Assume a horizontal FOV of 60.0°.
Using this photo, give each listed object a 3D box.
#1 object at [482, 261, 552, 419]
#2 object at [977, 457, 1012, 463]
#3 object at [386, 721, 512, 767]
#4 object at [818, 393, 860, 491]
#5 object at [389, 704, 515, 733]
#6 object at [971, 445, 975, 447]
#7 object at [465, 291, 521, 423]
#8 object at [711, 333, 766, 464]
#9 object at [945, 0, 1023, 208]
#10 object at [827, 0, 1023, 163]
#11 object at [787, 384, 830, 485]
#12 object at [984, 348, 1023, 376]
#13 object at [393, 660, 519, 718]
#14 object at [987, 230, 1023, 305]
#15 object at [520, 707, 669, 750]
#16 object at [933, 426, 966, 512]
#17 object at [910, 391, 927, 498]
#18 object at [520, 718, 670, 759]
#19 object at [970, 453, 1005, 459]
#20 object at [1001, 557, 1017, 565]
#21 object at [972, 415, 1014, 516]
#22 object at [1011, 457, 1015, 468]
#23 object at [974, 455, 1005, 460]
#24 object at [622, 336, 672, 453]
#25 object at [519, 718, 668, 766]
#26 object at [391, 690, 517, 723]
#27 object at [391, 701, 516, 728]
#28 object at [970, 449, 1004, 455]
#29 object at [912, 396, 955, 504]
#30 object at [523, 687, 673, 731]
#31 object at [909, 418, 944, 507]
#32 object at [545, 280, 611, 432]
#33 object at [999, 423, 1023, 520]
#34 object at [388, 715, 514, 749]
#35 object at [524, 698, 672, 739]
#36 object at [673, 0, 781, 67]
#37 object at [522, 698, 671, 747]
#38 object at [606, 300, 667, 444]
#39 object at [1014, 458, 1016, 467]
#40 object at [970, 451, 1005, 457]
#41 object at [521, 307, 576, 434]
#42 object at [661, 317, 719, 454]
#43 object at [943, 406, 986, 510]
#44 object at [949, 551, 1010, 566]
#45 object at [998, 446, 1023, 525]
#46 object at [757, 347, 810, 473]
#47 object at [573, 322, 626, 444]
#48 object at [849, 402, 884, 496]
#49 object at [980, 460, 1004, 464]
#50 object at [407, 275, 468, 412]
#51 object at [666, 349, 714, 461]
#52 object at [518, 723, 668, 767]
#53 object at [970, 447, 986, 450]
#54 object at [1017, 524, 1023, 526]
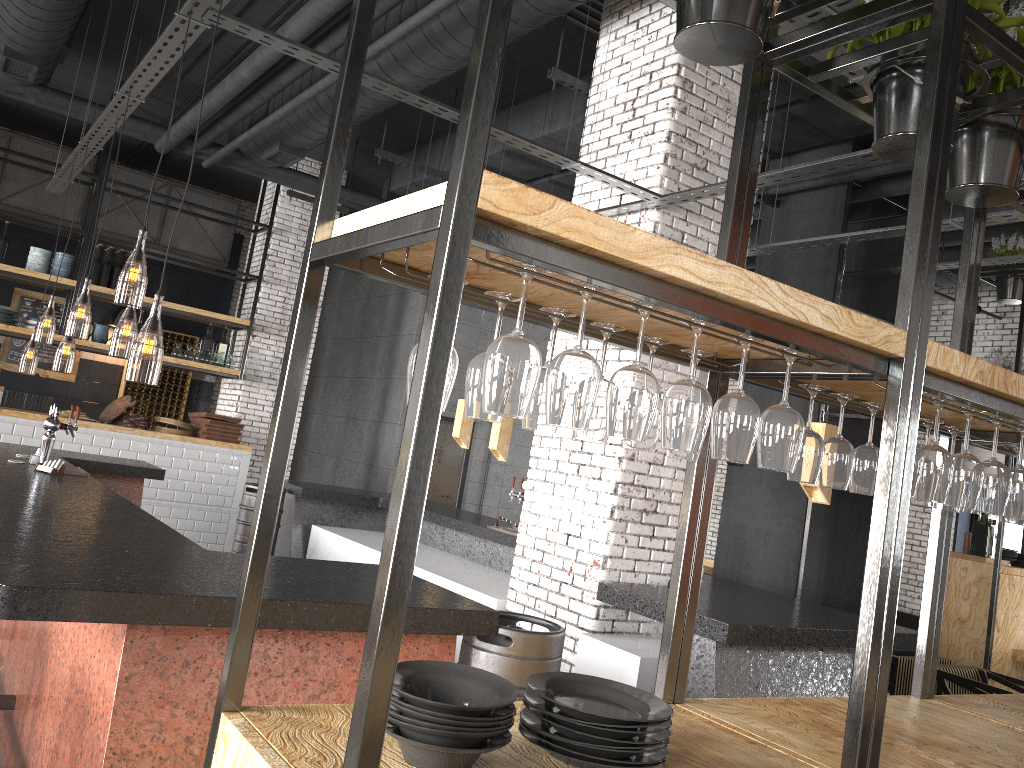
[{"bbox_3d":[0.008,-0.076,1.558,0.101,0.268,0.100,7,-6,20],"label":"object"},{"bbox_3d":[4.250,0.691,7.884,0.335,0.039,0.334,7,-5,23],"label":"object"},{"bbox_3d":[-0.132,0.661,1.633,0.256,0.067,0.257,14,-7,-41],"label":"object"},{"bbox_3d":[0.930,0.164,2.527,0.101,0.268,0.101,12,-6,-19],"label":"object"},{"bbox_3d":[-0.128,0.631,1.637,0.257,0.075,0.256,10,-5,-8],"label":"object"},{"bbox_3d":[4.269,0.580,7.896,0.335,0.039,0.333,6,-6,31],"label":"object"},{"bbox_3d":[-0.040,-0.056,1.871,0.101,0.268,0.100,7,-6,20],"label":"object"},{"bbox_3d":[0.480,0.031,1.877,0.101,0.268,0.100,7,-6,20],"label":"object"},{"bbox_3d":[1.533,-0.872,2.856,0.417,0.560,0.466,7,-6,24],"label":"object"},{"bbox_3d":[1.196,-0.952,2.593,0.467,0.560,0.415,9,-6,5],"label":"object"},{"bbox_3d":[0.818,0.139,2.451,0.101,0.268,0.101,12,-6,-19],"label":"object"},{"bbox_3d":[4.453,0.073,8.017,0.468,0.560,0.415,7,-6,22],"label":"object"},{"bbox_3d":[-0.118,0.584,1.643,0.257,0.076,0.256,9,-5,4],"label":"object"},{"bbox_3d":[4.605,-1.029,8.167,0.417,0.560,0.466,6,-7,31],"label":"object"},{"bbox_3d":[0.166,0.708,1.813,0.306,0.046,0.305,8,-5,14],"label":"object"},{"bbox_3d":[1.409,0.273,2.851,0.101,0.268,0.101,12,-6,-19],"label":"object"},{"bbox_3d":[0.978,0.144,2.214,0.101,0.268,0.101,12,-6,-19],"label":"object"},{"bbox_3d":[0.166,0.717,1.812,0.305,0.044,0.305,13,-6,-33],"label":"object"},{"bbox_3d":[4.256,0.657,7.888,0.334,0.039,0.334,12,-6,-26],"label":"object"},{"bbox_3d":[4.407,1.593,7.992,0.256,0.067,0.257,12,-6,-26],"label":"object"},{"bbox_3d":[1.330,0.224,2.452,0.101,0.268,0.101,12,-6,-19],"label":"object"},{"bbox_3d":[4.522,0.610,8.067,0.098,0.472,0.098,5,-7,34],"label":"object"},{"bbox_3d":[4.254,0.672,7.885,0.334,0.040,0.334,10,-5,-11],"label":"object"},{"bbox_3d":[0.319,0.026,2.114,0.101,0.268,0.100,7,-6,20],"label":"object"},{"bbox_3d":[0.163,0.732,1.810,0.305,0.041,0.305,11,-5,-16],"label":"object"},{"bbox_3d":[-0.124,0.609,1.640,0.256,0.072,0.257,13,-6,-34],"label":"object"},{"bbox_3d":[-0.124,0.614,1.639,0.257,0.072,0.256,7,-6,28],"label":"object"},{"bbox_3d":[4.262,0.618,7.892,0.335,0.041,0.334,7,-6,26],"label":"object"},{"bbox_3d":[1.091,0.170,2.290,0.101,0.268,0.101,12,-6,-19],"label":"object"},{"bbox_3d":[0.173,0.668,1.819,0.305,0.049,0.305,10,-5,-8],"label":"object"},{"bbox_3d":[1.290,0.246,2.770,0.101,0.268,0.101,12,-6,-19],"label":"object"},{"bbox_3d":[0.120,-0.050,1.634,0.101,0.268,0.100,7,-6,20],"label":"object"},{"bbox_3d":[1.450,0.251,2.533,0.101,0.268,0.101,12,-6,-19],"label":"object"},{"bbox_3d":[-0.129,0.638,1.636,0.256,0.076,0.257,13,-6,-34],"label":"object"},{"bbox_3d":[0.172,0.679,1.817,0.305,0.037,0.306,13,-6,-32],"label":"object"},{"bbox_3d":[0.540,-1.097,2.188,0.417,0.560,0.466,6,-7,33],"label":"object"},{"bbox_3d":[0.170,0.694,1.815,0.306,0.042,0.305,8,-5,14],"label":"object"},{"bbox_3d":[0.240,-0.023,1.715,0.101,0.268,0.100,7,-6,20],"label":"object"},{"bbox_3d":[4.610,0.630,8.126,0.098,0.472,0.098,5,-7,34],"label":"object"},{"bbox_3d":[4.259,0.637,7.889,0.335,0.043,0.333,5,-7,40],"label":"object"},{"bbox_3d":[0.080,-0.029,1.952,0.101,0.268,0.100,7,-6,20],"label":"object"},{"bbox_3d":[0.360,0.004,1.796,0.101,0.268,0.100,7,-6,20],"label":"object"},{"bbox_3d":[1.210,0.197,2.371,0.101,0.268,0.101,12,-6,-19],"label":"object"},{"bbox_3d":[4.081,1.537,7.834,0.410,0.050,0.411,13,-6,-34],"label":"object"},{"bbox_3d":[1.749,0.350,3.080,0.101,0.268,0.100,9,-6,3],"label":"object"},{"bbox_3d":[0.599,0.058,1.958,0.101,0.268,0.101,10,-6,-3],"label":"object"},{"bbox_3d":[0.200,-0.002,2.033,0.101,0.268,0.100,7,-6,20],"label":"object"},{"bbox_3d":[1.050,0.191,2.608,0.101,0.268,0.101,12,-6,-19],"label":"object"},{"bbox_3d":[4.247,0.710,7.881,0.335,0.040,0.333,8,-5,20],"label":"object"},{"bbox_3d":[-0.152,-0.082,1.795,0.101,0.268,0.100,7,-6,20],"label":"object"},{"bbox_3d":[0.439,0.053,2.195,0.101,0.268,0.101,10,-6,-3],"label":"object"},{"bbox_3d":[0.162,0.742,1.810,0.306,0.035,0.305,9,-5,4],"label":"object"},{"bbox_3d":[4.265,0.599,7.895,0.335,0.044,0.334,7,-6,27],"label":"object"},{"bbox_3d":[1.853,0.374,3.151,0.101,0.268,0.100,9,-6,3],"label":"object"}]
